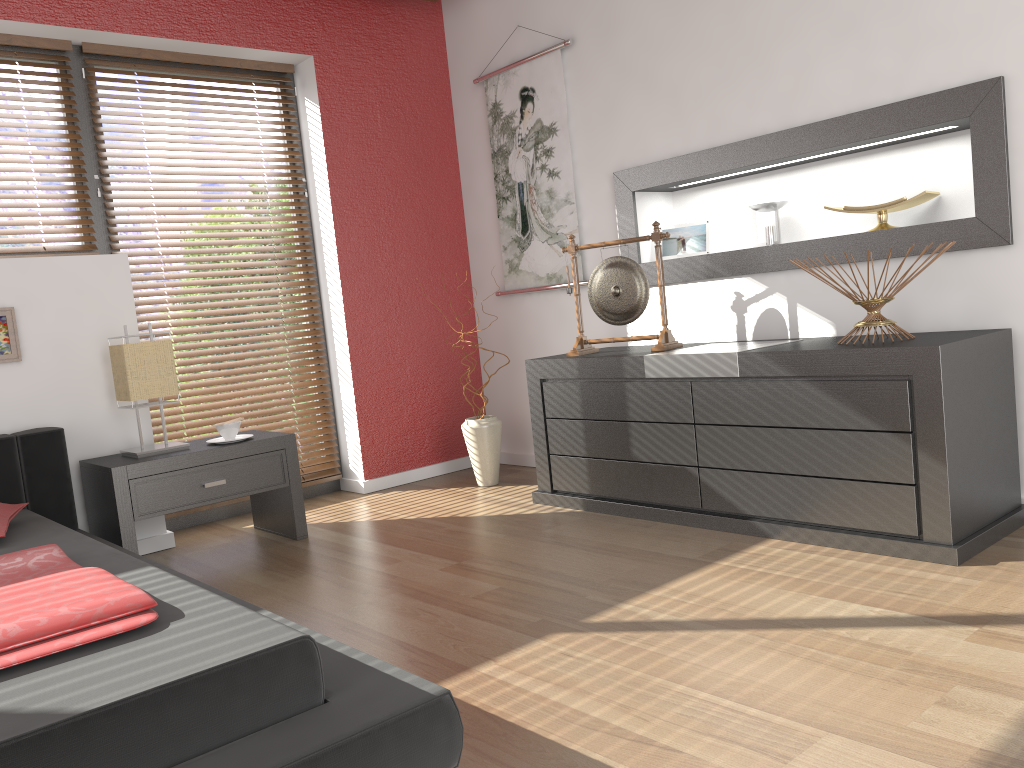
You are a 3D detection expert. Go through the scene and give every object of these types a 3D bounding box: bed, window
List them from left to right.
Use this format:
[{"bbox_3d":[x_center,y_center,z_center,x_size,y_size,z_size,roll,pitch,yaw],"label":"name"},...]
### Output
[{"bbox_3d":[-1.812,0.595,1.638,2.469,0.577,2.413,-10,6,-40],"label":"bed"},{"bbox_3d":[-2.892,-0.766,2.824,2.817,0.786,0.020,-10,6,-40],"label":"window"},{"bbox_3d":[-1.369,-0.491,4.126,0.889,1.893,0.020,-10,6,-40],"label":"window"}]

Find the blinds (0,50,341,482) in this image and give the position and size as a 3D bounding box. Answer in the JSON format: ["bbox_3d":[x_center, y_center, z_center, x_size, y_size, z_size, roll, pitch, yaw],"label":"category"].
[{"bbox_3d":[-2.790,-0.192,2.819,4.840,1.952,0.032,-10,6,-40],"label":"blinds"}]

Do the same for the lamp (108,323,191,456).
[{"bbox_3d":[-1.390,0.012,3.370,0.200,0.480,0.200,-10,6,-40],"label":"lamp"}]

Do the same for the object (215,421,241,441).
[{"bbox_3d":[-1.111,0.187,3.482,0.099,0.069,0.099,-7,5,-15],"label":"object"}]

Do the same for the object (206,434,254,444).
[{"bbox_3d":[-1.108,0.219,3.485,0.179,0.012,0.179,-7,5,-15],"label":"object"}]

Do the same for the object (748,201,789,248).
[{"bbox_3d":[1.028,-0.631,3.532,0.159,0.171,0.159,-5,5,9],"label":"object"}]

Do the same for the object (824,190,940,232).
[{"bbox_3d":[1.322,-0.601,3.168,0.350,0.116,0.181,-2,6,40],"label":"object"}]

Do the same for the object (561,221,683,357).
[{"bbox_3d":[0.425,-0.377,3.550,0.490,0.498,0.173,-3,6,35],"label":"object"}]

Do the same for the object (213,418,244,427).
[{"bbox_3d":[-1.107,0.149,3.464,0.007,0.007,0.192,-4,5,19],"label":"object"}]

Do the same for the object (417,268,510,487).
[{"bbox_3d":[-0.212,-0.024,4.167,0.364,1.035,0.422,-4,5,25],"label":"object"}]

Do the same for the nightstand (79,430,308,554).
[{"bbox_3d":[-1.226,0.453,3.456,0.700,0.423,0.413,-10,6,-40],"label":"nightstand"}]

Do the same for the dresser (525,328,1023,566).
[{"bbox_3d":[0.825,0.164,3.233,0.540,0.608,1.740,-10,6,-40],"label":"dresser"}]

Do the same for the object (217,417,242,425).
[{"bbox_3d":[-1.116,0.148,3.486,0.007,0.007,0.192,-5,5,14],"label":"object"}]

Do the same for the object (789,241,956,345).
[{"bbox_3d":[1.127,-0.275,2.771,0.481,0.282,0.481,-5,5,16],"label":"object"}]

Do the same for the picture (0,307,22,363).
[{"bbox_3d":[-1.898,-0.171,3.206,0.200,0.200,0.010,-10,6,-40],"label":"picture"}]

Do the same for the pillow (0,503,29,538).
[{"bbox_3d":[-1.841,0.428,2.560,0.745,0.172,0.418,-8,5,-21],"label":"pillow"}]

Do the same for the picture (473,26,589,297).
[{"bbox_3d":[0.087,-1.083,4.288,0.028,1.270,0.701,-10,6,-40],"label":"picture"}]

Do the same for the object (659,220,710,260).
[{"bbox_3d":[0.740,-0.618,3.818,0.226,0.146,0.041,-3,6,29],"label":"object"}]
